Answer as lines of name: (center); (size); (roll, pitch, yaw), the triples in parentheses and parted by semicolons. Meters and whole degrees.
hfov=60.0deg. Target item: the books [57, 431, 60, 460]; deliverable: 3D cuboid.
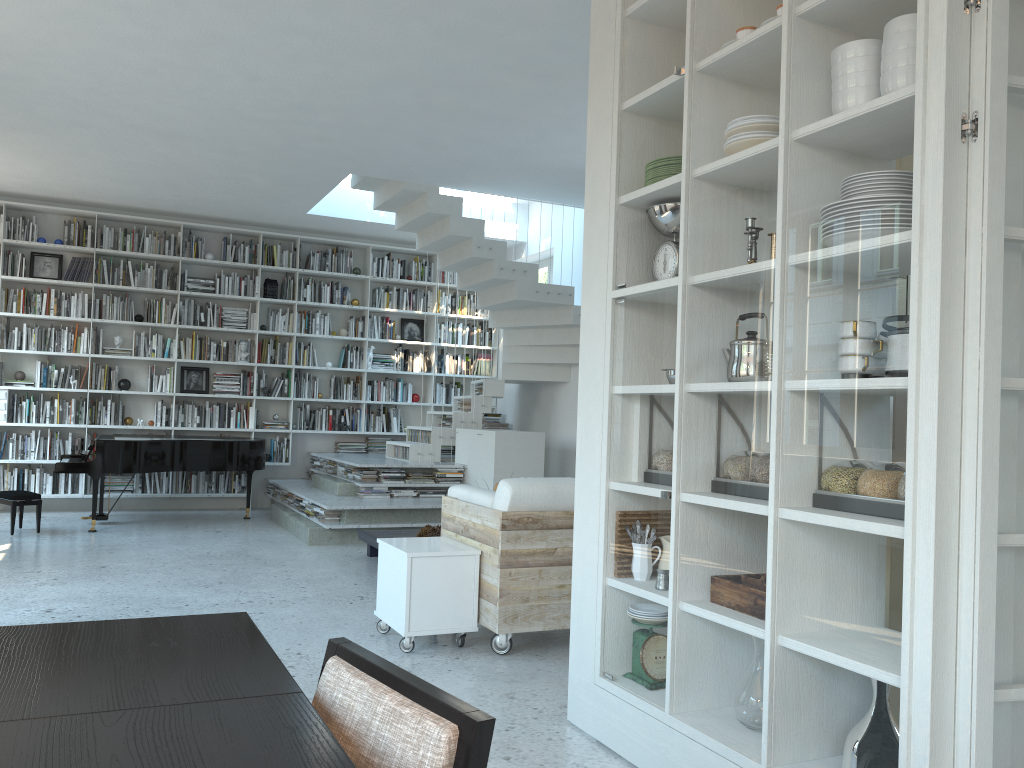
books: (-4.723, 0.637, 9.232); (0.013, 0.301, 0.172); (3, -2, -25)

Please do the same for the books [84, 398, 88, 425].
books: (-4.495, 0.287, 9.359); (0.024, 0.280, 0.136); (3, -2, -25)

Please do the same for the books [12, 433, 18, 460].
books: (-5.082, 0.636, 9.060); (0.029, 0.266, 0.171); (3, -2, -25)

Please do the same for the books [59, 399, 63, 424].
books: (-4.696, 0.285, 9.234); (0.028, 0.260, 0.181); (3, -2, -25)

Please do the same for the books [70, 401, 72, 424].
books: (-4.618, 0.297, 9.290); (0.010, 0.246, 0.160); (3, -2, -25)

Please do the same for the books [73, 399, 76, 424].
books: (-4.588, 0.292, 9.306); (0.013, 0.260, 0.142); (3, -2, -25)

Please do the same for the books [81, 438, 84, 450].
books: (-4.522, 0.683, 9.331); (0.030, 0.230, 0.151); (3, -2, -25)

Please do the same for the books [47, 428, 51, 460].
books: (-4.798, 0.621, 9.184); (0.014, 0.325, 0.170); (3, -2, -25)

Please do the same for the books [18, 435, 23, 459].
books: (-5.047, 0.648, 9.104); (0.022, 0.248, 0.133); (3, -2, -25)

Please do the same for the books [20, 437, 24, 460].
books: (-5.011, 0.661, 9.084); (0.028, 0.223, 0.189); (3, -2, -25)

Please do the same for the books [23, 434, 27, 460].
books: (-4.993, 0.645, 9.095); (0.013, 0.257, 0.189); (3, -2, -25)

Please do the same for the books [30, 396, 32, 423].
books: (-4.951, 0.264, 9.136); (0.009, 0.277, 0.157); (3, -2, -25)

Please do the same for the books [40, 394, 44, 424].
books: (-4.862, 0.254, 9.167); (0.012, 0.306, 0.189); (3, -2, -25)

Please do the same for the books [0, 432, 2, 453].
books: (-5.193, 0.624, 8.993); (0.011, 0.277, 0.189); (3, -2, -25)

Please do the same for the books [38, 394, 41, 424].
books: (-4.871, 0.256, 9.150); (0.019, 0.300, 0.180); (3, -2, -25)

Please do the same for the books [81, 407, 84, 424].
books: (-4.529, 0.332, 9.348); (0.023, 0.187, 0.130); (3, -2, -25)

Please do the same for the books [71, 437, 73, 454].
books: (-4.604, 0.673, 9.271); (0.011, 0.239, 0.174); (3, -2, -25)

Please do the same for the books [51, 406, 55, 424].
books: (-4.764, 0.321, 9.203); (0.029, 0.181, 0.190); (3, -2, -25)

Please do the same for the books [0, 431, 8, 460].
books: (-5.168, 0.622, 9.014); (0.052, 0.283, 0.172); (3, -2, -25)

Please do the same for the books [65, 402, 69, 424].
books: (-4.656, 0.303, 9.274); (0.025, 0.229, 0.153); (3, -2, -25)

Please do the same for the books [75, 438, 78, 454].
books: (-4.558, 0.681, 9.284); (0.023, 0.228, 0.190); (3, -2, -25)

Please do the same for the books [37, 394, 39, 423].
books: (-4.899, 0.256, 9.177); (0.009, 0.299, 0.141); (3, -2, -25)

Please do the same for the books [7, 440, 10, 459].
books: (-5.134, 0.668, 9.053); (0.024, 0.197, 0.148); (3, -2, -25)

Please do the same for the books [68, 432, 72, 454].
books: (-4.630, 0.649, 9.288); (0.025, 0.288, 0.130); (3, -2, -25)

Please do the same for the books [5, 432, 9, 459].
books: (-5.148, 0.629, 9.046); (0.010, 0.273, 0.150); (3, -2, -25)

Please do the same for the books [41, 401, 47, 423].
books: (-4.846, 0.293, 9.195); (0.045, 0.230, 0.138); (3, -2, -25)

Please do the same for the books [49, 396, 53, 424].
books: (-4.786, 0.270, 9.203); (0.014, 0.282, 0.150); (3, -2, -25)

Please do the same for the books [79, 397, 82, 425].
books: (-4.531, 0.281, 9.311); (0.014, 0.286, 0.179); (3, -2, -25)

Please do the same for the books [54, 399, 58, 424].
books: (-4.743, 0.286, 9.225); (0.026, 0.254, 0.176); (3, -2, -25)

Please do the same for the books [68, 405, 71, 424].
books: (-4.636, 0.322, 9.287); (0.023, 0.194, 0.140); (3, -2, -25)

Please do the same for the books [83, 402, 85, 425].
books: (-4.502, 0.306, 9.332); (0.010, 0.240, 0.174); (3, -2, -25)

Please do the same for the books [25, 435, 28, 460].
books: (-4.980, 0.647, 9.095); (0.010, 0.252, 0.177); (3, -2, -25)

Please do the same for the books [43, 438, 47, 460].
books: (-4.839, 0.670, 9.188); (0.028, 0.224, 0.134); (3, -2, -25)

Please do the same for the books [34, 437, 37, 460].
books: (-4.921, 0.661, 9.153); (0.012, 0.232, 0.148); (3, -2, -25)

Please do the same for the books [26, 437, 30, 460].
books: (-4.969, 0.660, 9.115); (0.028, 0.229, 0.157); (3, -2, -25)

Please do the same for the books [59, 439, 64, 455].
books: (-4.692, 0.681, 9.249); (0.059, 0.216, 0.177); (3, -2, -25)

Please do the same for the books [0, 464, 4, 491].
books: (-5.183, 0.967, 9.016); (0.045, 0.293, 0.181); (3, -2, -25)

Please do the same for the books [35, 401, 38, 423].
books: (-4.911, 0.290, 9.169); (0.016, 0.230, 0.136); (3, -2, -25)

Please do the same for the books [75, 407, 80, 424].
books: (-4.566, 0.332, 9.316); (0.041, 0.181, 0.141); (3, -2, -25)

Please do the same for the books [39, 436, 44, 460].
books: (-4.867, 0.661, 9.179); (0.031, 0.238, 0.132); (3, -2, -25)

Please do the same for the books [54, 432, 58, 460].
books: (-4.741, 0.642, 9.229); (0.022, 0.290, 0.137); (3, -2, -25)

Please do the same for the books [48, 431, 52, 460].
books: (-4.790, 0.636, 9.197); (0.012, 0.295, 0.176); (3, -2, -25)

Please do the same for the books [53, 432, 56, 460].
books: (-4.762, 0.644, 9.233); (0.013, 0.284, 0.139); (3, -2, -25)

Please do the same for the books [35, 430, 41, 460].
books: (-4.888, 0.625, 9.146); (0.039, 0.307, 0.172); (3, -2, -25)

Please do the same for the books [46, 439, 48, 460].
books: (-4.821, 0.678, 9.196); (0.013, 0.209, 0.154); (3, -2, -25)

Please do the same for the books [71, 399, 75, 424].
books: (-4.596, 0.288, 9.282); (0.021, 0.265, 0.185); (3, -2, -25)

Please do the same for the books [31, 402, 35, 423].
books: (-4.927, 0.294, 9.128); (0.015, 0.219, 0.190); (3, -2, -25)

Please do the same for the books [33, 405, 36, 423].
books: (-4.912, 0.309, 9.130); (0.016, 0.189, 0.183); (3, -2, -25)

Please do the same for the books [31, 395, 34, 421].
books: (-4.933, 0.259, 9.118); (0.007, 0.286, 0.182); (3, -2, -25)

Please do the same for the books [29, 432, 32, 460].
books: (-4.958, 0.639, 9.141); (0.013, 0.273, 0.146); (3, -2, -25)

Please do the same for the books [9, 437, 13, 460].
books: (-5.103, 0.657, 9.043); (0.022, 0.220, 0.187); (3, -2, -25)

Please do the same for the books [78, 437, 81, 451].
books: (-4.551, 0.679, 9.328); (0.026, 0.235, 0.140); (3, -2, -25)

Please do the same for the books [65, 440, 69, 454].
books: (-4.660, 0.690, 9.284); (0.030, 0.203, 0.142); (3, -2, -25)

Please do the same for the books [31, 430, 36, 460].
books: (-4.936, 0.627, 9.143); (0.027, 0.299, 0.142); (3, -2, -25)

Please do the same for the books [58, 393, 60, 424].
books: (-4.721, 0.253, 9.232); (0.021, 0.322, 0.172); (3, -2, -25)

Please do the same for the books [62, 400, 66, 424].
books: (-4.673, 0.292, 9.250); (0.028, 0.249, 0.159); (3, -2, -25)

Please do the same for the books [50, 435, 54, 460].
books: (-4.780, 0.658, 9.221); (0.029, 0.254, 0.153); (3, -2, -25)

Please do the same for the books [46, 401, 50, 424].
books: (-4.806, 0.295, 9.195); (0.027, 0.230, 0.159); (3, -2, -25)

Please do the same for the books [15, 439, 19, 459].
books: (-5.067, 0.670, 9.090); (0.025, 0.200, 0.137); (3, -2, -25)

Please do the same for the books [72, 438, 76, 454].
books: (-4.600, 0.681, 9.311); (0.030, 0.227, 0.140); (3, -2, -25)
